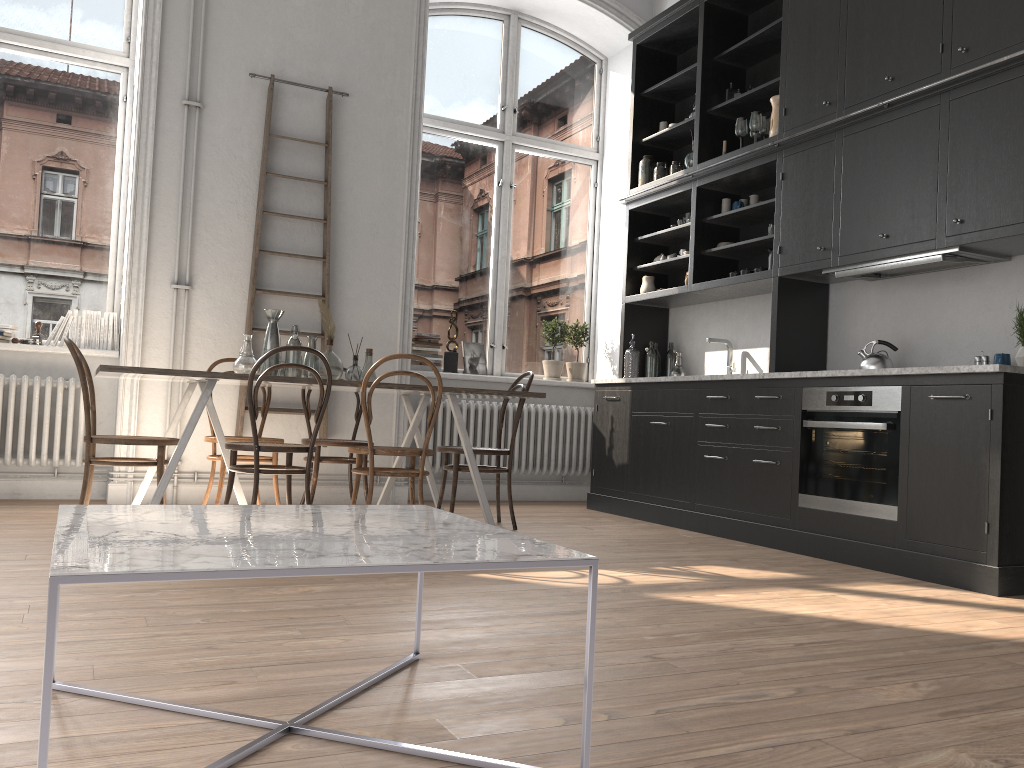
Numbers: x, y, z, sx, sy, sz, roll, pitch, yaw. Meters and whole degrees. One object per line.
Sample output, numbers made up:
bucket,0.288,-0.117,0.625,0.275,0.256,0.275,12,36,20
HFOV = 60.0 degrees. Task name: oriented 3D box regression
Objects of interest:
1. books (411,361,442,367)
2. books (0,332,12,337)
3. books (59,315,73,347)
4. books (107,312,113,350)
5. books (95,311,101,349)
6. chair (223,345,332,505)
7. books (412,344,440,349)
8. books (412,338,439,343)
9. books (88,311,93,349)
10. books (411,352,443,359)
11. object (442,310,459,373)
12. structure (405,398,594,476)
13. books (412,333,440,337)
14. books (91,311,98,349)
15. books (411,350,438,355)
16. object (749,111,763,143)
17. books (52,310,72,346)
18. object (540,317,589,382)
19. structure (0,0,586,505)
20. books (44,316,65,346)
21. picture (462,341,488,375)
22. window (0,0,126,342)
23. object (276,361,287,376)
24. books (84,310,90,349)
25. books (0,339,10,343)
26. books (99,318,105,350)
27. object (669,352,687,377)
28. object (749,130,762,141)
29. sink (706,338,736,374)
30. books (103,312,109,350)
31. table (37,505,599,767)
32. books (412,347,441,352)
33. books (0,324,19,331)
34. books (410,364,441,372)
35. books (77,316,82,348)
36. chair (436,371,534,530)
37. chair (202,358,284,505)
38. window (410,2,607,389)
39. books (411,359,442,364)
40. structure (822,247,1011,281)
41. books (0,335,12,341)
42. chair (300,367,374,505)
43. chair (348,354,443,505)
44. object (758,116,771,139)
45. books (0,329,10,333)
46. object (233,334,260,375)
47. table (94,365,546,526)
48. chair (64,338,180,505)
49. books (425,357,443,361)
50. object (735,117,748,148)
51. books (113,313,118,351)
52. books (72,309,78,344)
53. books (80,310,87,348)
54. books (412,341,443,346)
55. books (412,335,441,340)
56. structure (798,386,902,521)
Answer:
books,-0.675,-0.147,6.629,0.250,0.023,0.175,4,-3,-31
books,-3.187,-0.308,5.401,0.221,0.023,0.147,3,-2,-10
books,-2.817,-0.328,5.602,0.072,0.203,0.155,4,-2,-26
books,-2.591,-0.333,5.714,0.024,0.243,0.175,4,-2,-26
books,-2.654,-0.337,5.681,0.019,0.243,0.174,4,-2,-26
chair,-1.146,0.285,4.283,0.438,0.920,0.549,4,-2,-31
books,-0.662,-0.279,6.650,0.205,0.022,0.155,4,-3,-31
books,-0.672,-0.321,6.646,0.231,0.023,0.162,3,-2,-11
books,-2.699,-0.339,5.678,0.019,0.243,0.174,4,-2,-26
books,-0.672,-0.209,6.650,0.245,0.028,0.193,4,-3,-31
object,-0.457,-0.321,6.758,0.122,0.488,0.102,3,-2,-2
structure,-0.037,0.416,6.778,1.577,0.552,0.194,4,-2,-26
books,-0.667,-0.364,6.660,0.201,0.024,0.159,4,-3,-36
books,-2.682,-0.338,5.692,0.024,0.243,0.175,4,-2,-26
books,-0.664,-0.234,6.649,0.205,0.022,0.155,3,-2,-12
object,1.513,-1.573,5.505,0.083,0.221,0.083,2,-2,20
books,-2.838,-0.346,5.590,0.100,0.235,0.174,4,-2,-26
object,0.425,-0.279,7.196,0.500,0.524,0.234,4,-2,-37
structure,-1.572,-1.447,5.953,5.183,4.472,0.340,4,-2,-26
books,-2.876,-0.329,5.577,0.105,0.194,0.155,4,-2,-27
picture,-0.312,-0.190,6.874,0.221,0.264,0.149,5,-3,-43
window,-3.344,-1.724,5.536,1.623,2.842,0.013,4,-2,-26
object,-1.213,-0.071,4.677,0.058,0.094,0.058,3,-2,2
books,-2.710,-0.341,5.654,0.019,0.243,0.174,4,-2,-26
books,-3.199,-0.264,5.400,0.221,0.023,0.147,2,-2,23
books,-2.635,-0.317,5.692,0.020,0.205,0.155,4,-2,-26
object,1.208,-0.120,6.433,0.132,0.219,0.120,4,-2,-26
object,1.553,-1.565,5.653,0.083,0.221,0.083,4,-2,-34
sink,1.262,-0.061,5.913,0.514,0.504,0.526,4,-2,-26
books,-2.623,-0.334,5.721,0.024,0.243,0.175,4,-2,-26
table,-0.426,0.477,1.729,0.849,0.392,0.849,4,-2,-26
books,-0.662,-0.257,6.656,0.222,0.024,0.158,4,-3,-26
books,-3.170,-0.352,5.419,0.244,0.019,0.174,3,-2,-16
books,-0.679,-0.115,6.628,0.248,0.043,0.192,4,-3,-26
books,-2.750,-0.325,5.635,0.020,0.205,0.155,4,-2,-26
chair,-0.167,0.369,5.197,0.549,0.920,0.438,3,-2,-14
chair,-1.556,0.300,5.129,0.438,0.920,0.549,4,-2,-28
window,4.449,-5.418,12.751,14.388,15.931,26.400,4,-2,-26
books,-0.674,-0.170,6.630,0.249,0.023,0.175,4,-3,-26
structure,2.061,-0.627,4.588,0.379,0.123,0.844,4,-3,-26
books,-3.191,-0.286,5.400,0.205,0.022,0.155,3,-2,-6
chair,-1.078,0.336,5.453,0.438,0.920,0.549,3,-2,-19
chair,-0.606,0.320,4.509,0.438,0.920,0.549,3,-2,-15
object,1.590,-1.566,5.578,0.083,0.221,0.083,4,-2,-27
books,-3.179,-0.328,5.392,0.205,0.020,0.155,4,-3,-36
object,-1.365,-0.145,4.567,0.132,0.219,0.132,4,-2,-37
table,-1.061,0.380,4.807,2.200,0.779,1.100,4,-2,-26
chair,-1.921,0.251,4.357,0.549,0.920,0.438,3,-2,-18
books,-0.671,-0.188,6.649,0.255,0.014,0.192,4,-3,-23
object,1.453,-1.571,5.622,0.083,0.221,0.083,3,-2,5
books,-2.562,-0.331,5.726,0.040,0.244,0.174,4,-2,-26
books,-2.782,-0.345,5.642,0.024,0.243,0.175,4,-2,-26
books,-2.725,-0.342,5.636,0.024,0.243,0.175,4,-2,-26
books,-0.666,-0.300,6.649,0.244,0.019,0.174,4,-3,-26
books,-0.659,-0.342,6.653,0.205,0.020,0.155,4,-3,-26
structure,1.895,0.341,4.490,0.618,0.623,0.622,4,-2,-26
